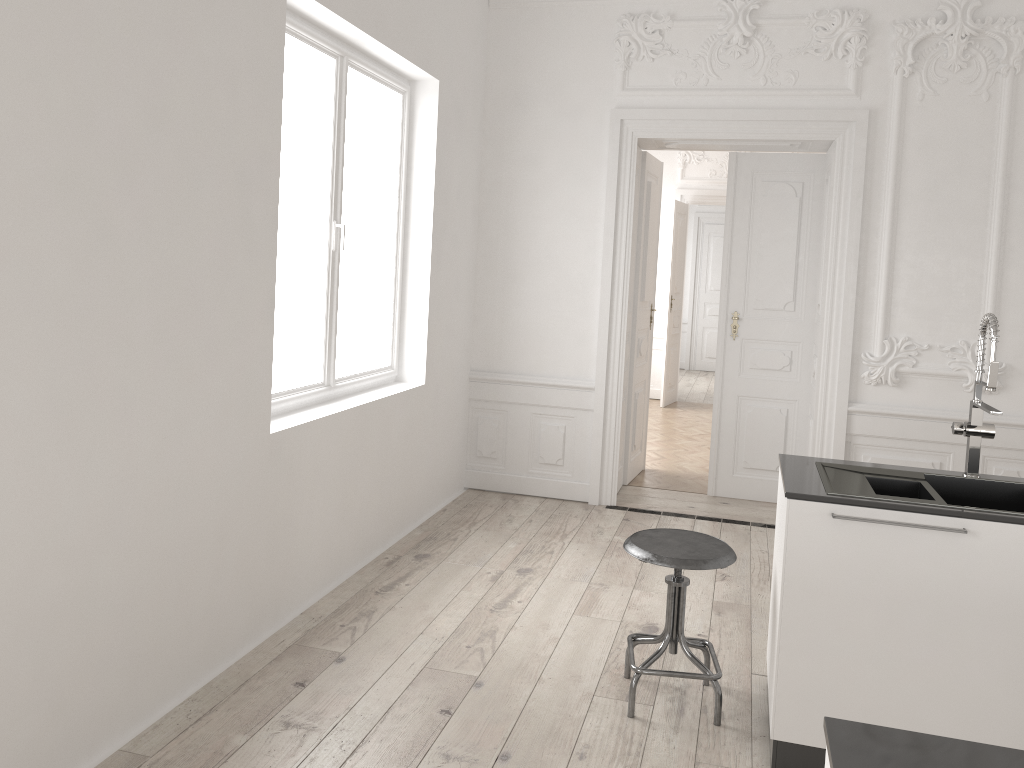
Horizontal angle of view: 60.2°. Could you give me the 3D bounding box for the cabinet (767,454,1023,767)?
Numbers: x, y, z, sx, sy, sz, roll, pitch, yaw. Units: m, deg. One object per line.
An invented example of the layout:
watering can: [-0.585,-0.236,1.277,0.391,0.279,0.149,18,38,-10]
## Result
cabinet: [1.822,0.958,1.744,2.465,0.877,2.721,5,7,15]

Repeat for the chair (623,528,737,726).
chair: [0.588,0.859,3.193,0.401,0.575,0.404,2,5,-11]

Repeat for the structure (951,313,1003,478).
structure: [1.598,0.050,2.994,0.131,0.579,0.281,4,4,15]

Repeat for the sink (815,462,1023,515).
sink: [1.595,0.427,2.826,1.167,0.140,0.488,5,7,15]

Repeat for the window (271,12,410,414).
window: [-0.839,-0.792,4.356,0.071,1.732,1.734,4,5,15]
